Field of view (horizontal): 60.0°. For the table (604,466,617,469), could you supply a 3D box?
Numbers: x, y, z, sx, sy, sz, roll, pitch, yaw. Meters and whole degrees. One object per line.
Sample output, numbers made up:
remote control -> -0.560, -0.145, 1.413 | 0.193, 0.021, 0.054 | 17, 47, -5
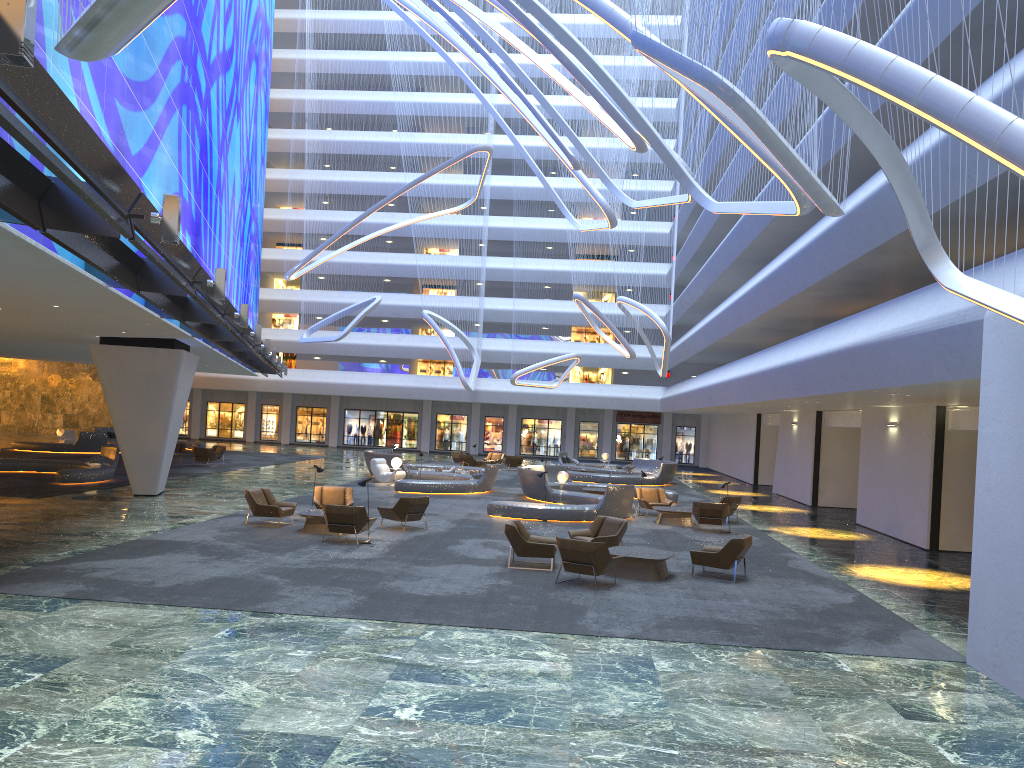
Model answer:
table -> 4.954, 4.373, 44.783 | 0.671, 0.406, 0.674 | 3, -2, 1

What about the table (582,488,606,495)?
table -> 2.910, 3.687, 29.299 | 1.203, 0.392, 1.204 | 3, -2, 5

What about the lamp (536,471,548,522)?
lamp -> 0.771, 2.884, 22.859 | 0.384, 1.300, 0.202 | 3, 0, 22

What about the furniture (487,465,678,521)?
furniture -> 1.883, 3.249, 27.397 | 5.182, 0.969, 9.938 | 2, -2, 21

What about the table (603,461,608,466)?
table -> 4.809, 4.305, 46.175 | 0.418, 0.595, 0.427 | 4, -1, -41

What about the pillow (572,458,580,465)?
pillow -> 3.175, 3.983, 45.737 | 0.873, 0.280, 0.685 | 1, -3, 42

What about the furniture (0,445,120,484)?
furniture -> -17.095, 2.279, 28.063 | 9.921, 0.969, 5.191 | 2, -2, 22

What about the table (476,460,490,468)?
table -> -1.752, 3.973, 43.467 | 1.202, 0.392, 1.204 | 1, -3, 40

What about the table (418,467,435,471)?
table -> -3.443, 3.594, 35.716 | 0.673, 0.406, 0.672 | 2, -2, 24

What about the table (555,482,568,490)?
table -> 1.561, 3.468, 28.364 | 0.418, 0.595, 0.428 | 3, -1, 4

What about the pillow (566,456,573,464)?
pillow -> 2.950, 3.869, 45.463 | 0.315, 0.386, 0.785 | 3, -2, 20

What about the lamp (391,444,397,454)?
lamp -> -4.837, 3.083, 36.014 | 0.384, 1.300, 0.202 | 3, 0, -2

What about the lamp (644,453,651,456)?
lamp -> 6.421, 3.896, 41.989 | 0.384, 1.300, 0.202 | 3, 0, 4

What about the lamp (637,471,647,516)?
lamp -> 3.747, 3.139, 25.517 | 0.202, 1.300, 0.384 | 3, 0, 21

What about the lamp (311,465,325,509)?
lamp -> -4.530, 2.520, 20.539 | 0.202, 1.300, 0.384 | 3, 0, 21

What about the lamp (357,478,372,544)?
lamp -> -2.903, 2.489, 17.436 | 0.384, 1.300, 0.202 | 3, 0, 22

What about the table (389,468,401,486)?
table -> -4.129, 3.279, 31.282 | 0.418, 0.595, 0.427 | 3, -1, -21

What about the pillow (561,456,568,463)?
pillow -> 2.739, 3.881, 45.445 | 0.295, 0.368, 0.770 | 3, -2, 17

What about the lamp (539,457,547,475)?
lamp -> 1.088, 3.209, 31.103 | 0.384, 1.300, 0.202 | 3, 0, 22

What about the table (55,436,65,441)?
table -> -21.536, 2.773, 42.097 | 0.418, 0.595, 0.428 | 3, -1, 4

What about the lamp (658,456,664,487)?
lamp -> 6.384, 3.742, 37.931 | 0.202, 1.300, 0.384 | 3, 0, -36

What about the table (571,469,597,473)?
table -> 3.284, 4.127, 40.524 | 1.203, 0.392, 1.204 | 3, -2, 5

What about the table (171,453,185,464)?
table -> -14.142, 3.063, 36.471 | 1.204, 0.392, 1.202 | 4, -2, -31

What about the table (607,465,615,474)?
table -> 4.635, 4.117, 41.406 | 0.418, 0.595, 0.428 | 3, -1, 1

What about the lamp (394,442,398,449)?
lamp -> -5.088, 3.160, 38.414 | 0.202, 1.300, 0.384 | 3, 0, -42

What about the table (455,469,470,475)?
table -> -1.937, 3.678, 35.875 | 0.674, 0.406, 0.671 | 4, -2, -33

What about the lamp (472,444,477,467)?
lamp -> -1.757, 3.459, 41.744 | 0.202, 1.300, 0.384 | 3, 0, -33

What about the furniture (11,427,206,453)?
furniture -> -19.807, 2.724, 43.750 | 5.182, 0.969, 9.938 | 2, -2, 22

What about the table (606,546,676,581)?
table -> 2.212, 3.133, 15.478 | 1.202, 0.392, 1.204 | 2, -2, 23

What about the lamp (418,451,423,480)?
lamp -> -3.176, 2.975, 30.816 | 0.202, 1.300, 0.384 | 3, 0, -20

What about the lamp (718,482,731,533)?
lamp -> 5.374, 3.109, 22.414 | 0.384, 1.300, 0.202 | 3, 0, 22

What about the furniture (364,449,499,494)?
furniture -> -3.237, 3.208, 33.505 | 5.186, 0.969, 9.932 | 3, -2, -3

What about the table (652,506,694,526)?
table -> 4.382, 3.560, 23.839 | 1.203, 0.392, 1.204 | 3, -2, 4

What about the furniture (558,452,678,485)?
furniture -> 4.874, 3.960, 42.241 | 5.185, 0.969, 9.933 | 3, -2, 1

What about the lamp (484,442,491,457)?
lamp -> -1.304, 3.613, 45.219 | 0.384, 1.300, 0.202 | 3, 0, -34

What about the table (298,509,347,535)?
table -> -3.894, 2.940, 18.861 | 1.203, 0.392, 1.204 | 3, -2, 5
